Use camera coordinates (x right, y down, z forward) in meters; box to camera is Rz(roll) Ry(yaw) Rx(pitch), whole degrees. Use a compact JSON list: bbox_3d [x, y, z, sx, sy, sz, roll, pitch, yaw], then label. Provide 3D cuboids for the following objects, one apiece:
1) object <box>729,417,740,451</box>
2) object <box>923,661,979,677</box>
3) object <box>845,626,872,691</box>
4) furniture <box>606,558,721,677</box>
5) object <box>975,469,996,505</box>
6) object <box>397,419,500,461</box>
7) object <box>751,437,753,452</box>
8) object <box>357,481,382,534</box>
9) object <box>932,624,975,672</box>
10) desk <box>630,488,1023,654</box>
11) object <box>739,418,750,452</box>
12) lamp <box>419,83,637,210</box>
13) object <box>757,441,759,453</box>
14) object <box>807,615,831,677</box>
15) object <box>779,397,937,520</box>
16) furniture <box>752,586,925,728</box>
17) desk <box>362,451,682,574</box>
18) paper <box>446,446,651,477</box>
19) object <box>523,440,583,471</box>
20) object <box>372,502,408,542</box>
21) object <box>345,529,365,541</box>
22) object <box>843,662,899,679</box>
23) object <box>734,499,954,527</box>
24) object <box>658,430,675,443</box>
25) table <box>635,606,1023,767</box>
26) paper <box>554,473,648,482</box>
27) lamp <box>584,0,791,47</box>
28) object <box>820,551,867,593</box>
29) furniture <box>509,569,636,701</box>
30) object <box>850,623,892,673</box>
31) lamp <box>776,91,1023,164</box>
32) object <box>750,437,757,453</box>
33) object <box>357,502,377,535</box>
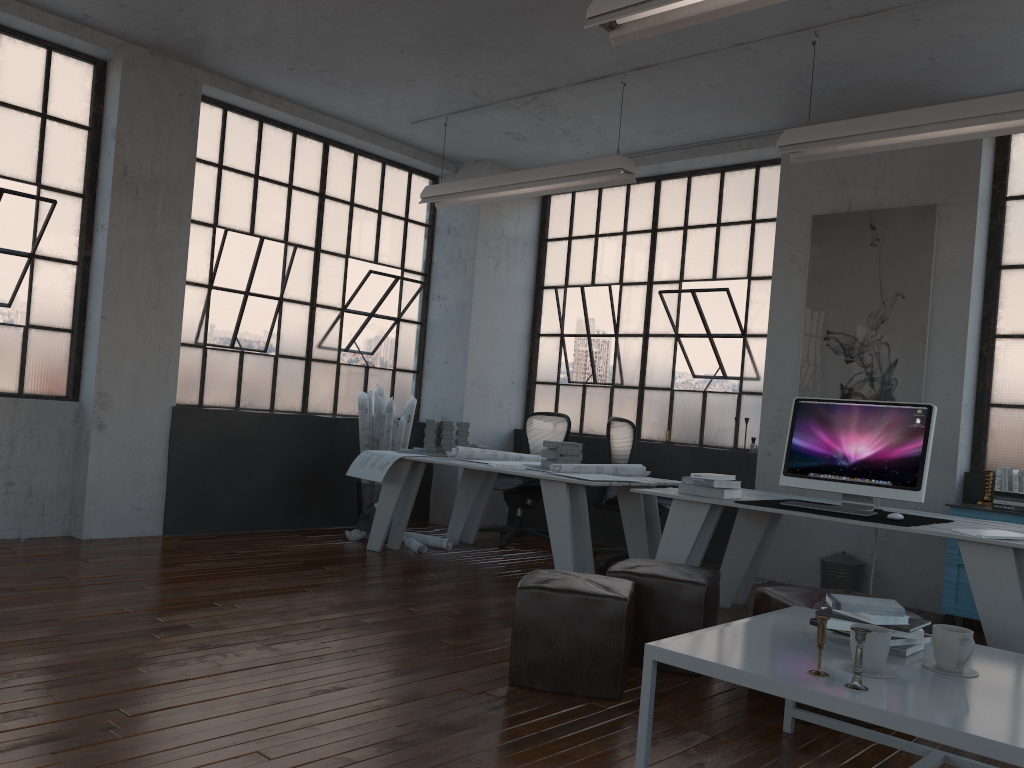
[{"bbox_3d":[1.736,0.388,6.882,0.085,0.259,0.085,5,0,6],"label":"object"},{"bbox_3d":[1.199,0.778,2.422,0.137,0.003,0.137,6,-2,-27],"label":"object"},{"bbox_3d":[0.849,0.668,2.170,0.055,0.153,0.055,5,0,19],"label":"object"},{"bbox_3d":[0.678,1.040,4.016,0.479,0.439,0.481,4,-1,21],"label":"furniture"},{"bbox_3d":[2.965,0.634,5.518,0.132,0.237,0.132,5,-1,8],"label":"object"},{"bbox_3d":[-0.451,0.380,6.558,0.736,0.305,0.434,5,-1,-3],"label":"object"},{"bbox_3d":[1.842,0.465,6.794,0.032,0.117,0.058,5,-1,3],"label":"object"},{"bbox_3d":[-1.096,0.998,7.165,0.354,0.398,0.354,6,-1,-41],"label":"object"},{"bbox_3d":[1.212,0.725,2.415,0.101,0.109,0.129,5,-1,-39],"label":"object"},{"bbox_3d":[1.734,0.991,4.472,2.075,0.704,1.076,3,-2,42],"label":"desk"},{"bbox_3d":[1.795,0.390,6.808,0.085,0.259,0.085,5,0,6],"label":"object"},{"bbox_3d":[0.067,-1.637,6.191,1.875,0.628,0.202,3,-1,42],"label":"lamp"},{"bbox_3d":[1.893,0.476,6.770,0.032,0.102,0.058,5,-1,-13],"label":"object"},{"bbox_3d":[0.789,0.668,2.267,0.052,0.148,0.052,5,0,-7],"label":"object"},{"bbox_3d":[1.659,0.348,4.375,0.713,0.552,0.377,3,-1,44],"label":"object"},{"bbox_3d":[1.259,1.060,3.495,0.503,0.460,0.503,5,-1,-10],"label":"furniture"},{"bbox_3d":[0.013,0.898,6.023,2.054,0.697,1.066,3,-2,42],"label":"desk"},{"bbox_3d":[0.248,0.532,6.093,1.074,0.105,0.977,3,-2,42],"label":"paper"},{"bbox_3d":[0.330,0.480,5.934,0.389,0.182,0.416,5,-2,-18],"label":"object"},{"bbox_3d":[-0.937,1.047,6.806,0.290,0.294,0.290,5,-1,-7],"label":"object"},{"bbox_3d":[-1.179,1.133,6.648,0.135,0.083,0.108,4,-2,33],"label":"object"},{"bbox_3d":[0.947,0.755,2.341,0.137,0.003,0.137,6,-2,-27],"label":"object"},{"bbox_3d":[1.633,0.629,4.373,0.847,0.008,0.688,3,-3,43],"label":"object"},{"bbox_3d":[1.278,0.432,7.274,0.124,0.100,0.124,5,-1,-25],"label":"object"},{"bbox_3d":[1.039,0.992,2.468,0.990,0.445,0.974,3,-2,42],"label":"table"},{"bbox_3d":[0.519,0.562,5.351,0.485,0.001,0.428,6,-2,-37],"label":"paper"},{"bbox_3d":[1.056,-1.645,2.890,1.875,0.628,0.202,3,-1,42],"label":"lamp"},{"bbox_3d":[2.193,1.265,5.890,0.293,0.308,0.292,5,-1,-20],"label":"object"},{"bbox_3d":[0.251,0.995,3.575,0.470,0.431,0.471,4,-1,11],"label":"furniture"},{"bbox_3d":[0.937,0.700,2.358,0.101,0.109,0.129,5,-1,-39],"label":"object"},{"bbox_3d":[2.191,-1.303,4.258,1.875,0.205,0.202,3,-2,42],"label":"lamp"},{"bbox_3d":[1.834,0.462,6.724,0.032,0.117,0.058,5,-1,-34],"label":"object"},{"bbox_3d":[-1.129,1.044,6.858,0.107,0.281,0.293,5,-1,16],"label":"object"}]
